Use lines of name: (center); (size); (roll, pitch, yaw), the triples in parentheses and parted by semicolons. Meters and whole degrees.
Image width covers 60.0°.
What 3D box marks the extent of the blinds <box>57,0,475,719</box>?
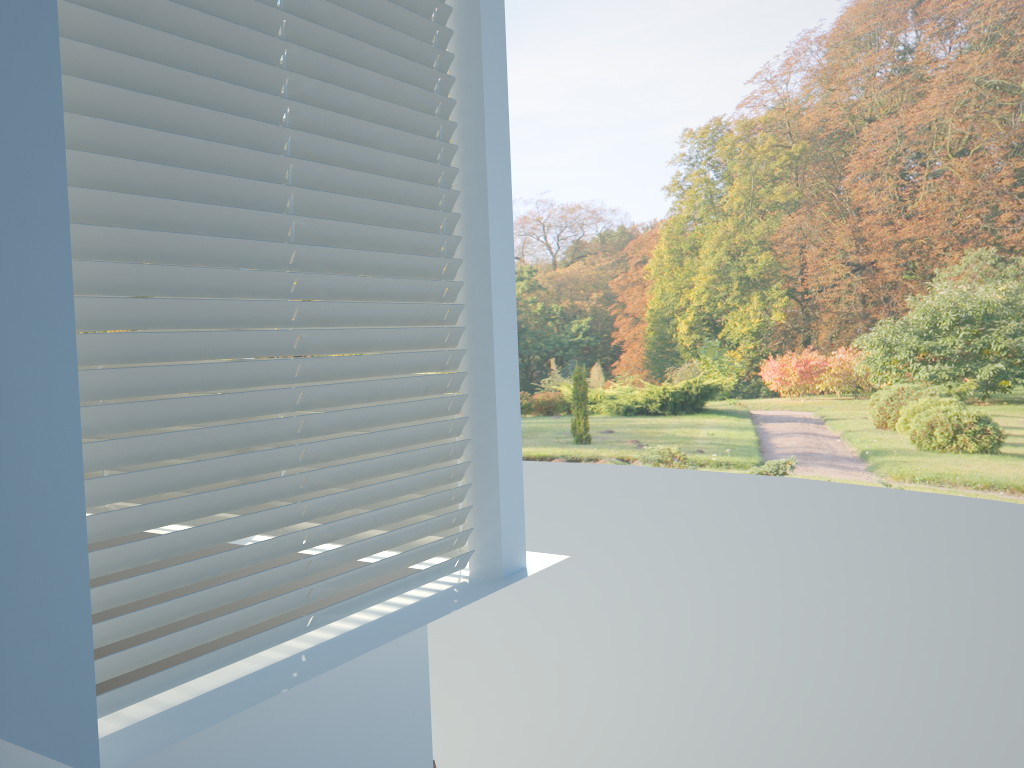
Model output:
blinds: (-1.560, -1.610, 3.250); (1.220, 4.263, 3.918); (-4, 3, -39)
